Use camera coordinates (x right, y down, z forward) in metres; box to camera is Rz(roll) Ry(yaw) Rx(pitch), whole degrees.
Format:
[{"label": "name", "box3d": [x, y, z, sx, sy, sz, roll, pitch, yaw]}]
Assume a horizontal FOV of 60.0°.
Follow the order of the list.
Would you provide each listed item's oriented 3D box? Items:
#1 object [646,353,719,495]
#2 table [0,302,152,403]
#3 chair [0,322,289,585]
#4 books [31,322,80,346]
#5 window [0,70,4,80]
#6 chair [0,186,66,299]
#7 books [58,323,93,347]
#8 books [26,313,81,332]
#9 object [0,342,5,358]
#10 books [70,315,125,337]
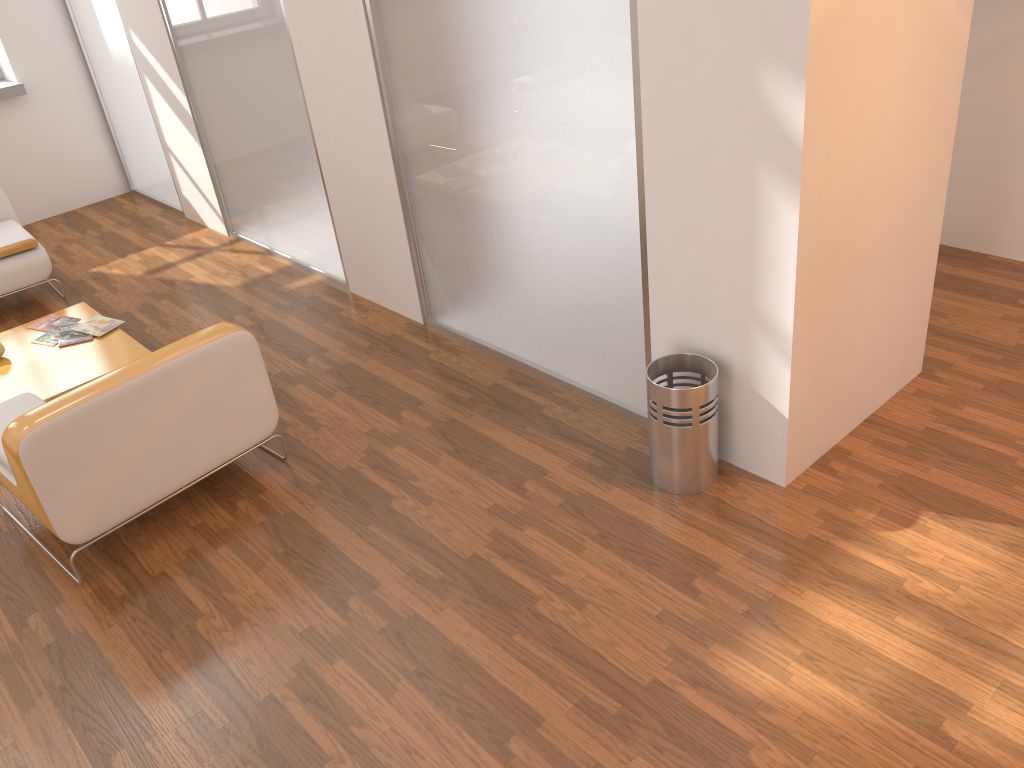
[{"label": "object", "box3d": [0.615, 0.144, 3.191, 0.248, 0.450, 0.248, -5, 31, 5]}, {"label": "table", "box3d": [-2.454, -0.035, 4.467, 1.000, 0.150, 1.000, -30, 37, -32]}, {"label": "chair", "box3d": [-1.544, 0.131, 3.492, 0.825, 0.661, 0.923, 21, 41, 39]}, {"label": "books", "box3d": [-2.389, -0.268, 4.687, 0.171, 0.004, 0.249, 7, 34, 23]}, {"label": "window", "box3d": [-4.469, -2.789, 6.007, 1.308, 1.737, 0.142, -30, 37, -32]}, {"label": "chair", "box3d": [-3.384, -0.748, 5.356, 0.923, 0.661, 0.825, -28, 36, -30]}, {"label": "books", "box3d": [-2.282, -0.266, 4.651, 0.171, 0.004, 0.249, -16, 32, -13]}, {"label": "books", "box3d": [-2.489, -0.329, 4.811, 0.249, 0.004, 0.171, 10, 35, 27]}, {"label": "object", "box3d": [-2.625, -0.168, 4.491, 0.103, 0.091, 0.105, 20, 41, 38]}, {"label": "books", "box3d": [-2.190, -0.308, 4.693, 0.249, 0.004, 0.171, 12, 36, 29]}]
